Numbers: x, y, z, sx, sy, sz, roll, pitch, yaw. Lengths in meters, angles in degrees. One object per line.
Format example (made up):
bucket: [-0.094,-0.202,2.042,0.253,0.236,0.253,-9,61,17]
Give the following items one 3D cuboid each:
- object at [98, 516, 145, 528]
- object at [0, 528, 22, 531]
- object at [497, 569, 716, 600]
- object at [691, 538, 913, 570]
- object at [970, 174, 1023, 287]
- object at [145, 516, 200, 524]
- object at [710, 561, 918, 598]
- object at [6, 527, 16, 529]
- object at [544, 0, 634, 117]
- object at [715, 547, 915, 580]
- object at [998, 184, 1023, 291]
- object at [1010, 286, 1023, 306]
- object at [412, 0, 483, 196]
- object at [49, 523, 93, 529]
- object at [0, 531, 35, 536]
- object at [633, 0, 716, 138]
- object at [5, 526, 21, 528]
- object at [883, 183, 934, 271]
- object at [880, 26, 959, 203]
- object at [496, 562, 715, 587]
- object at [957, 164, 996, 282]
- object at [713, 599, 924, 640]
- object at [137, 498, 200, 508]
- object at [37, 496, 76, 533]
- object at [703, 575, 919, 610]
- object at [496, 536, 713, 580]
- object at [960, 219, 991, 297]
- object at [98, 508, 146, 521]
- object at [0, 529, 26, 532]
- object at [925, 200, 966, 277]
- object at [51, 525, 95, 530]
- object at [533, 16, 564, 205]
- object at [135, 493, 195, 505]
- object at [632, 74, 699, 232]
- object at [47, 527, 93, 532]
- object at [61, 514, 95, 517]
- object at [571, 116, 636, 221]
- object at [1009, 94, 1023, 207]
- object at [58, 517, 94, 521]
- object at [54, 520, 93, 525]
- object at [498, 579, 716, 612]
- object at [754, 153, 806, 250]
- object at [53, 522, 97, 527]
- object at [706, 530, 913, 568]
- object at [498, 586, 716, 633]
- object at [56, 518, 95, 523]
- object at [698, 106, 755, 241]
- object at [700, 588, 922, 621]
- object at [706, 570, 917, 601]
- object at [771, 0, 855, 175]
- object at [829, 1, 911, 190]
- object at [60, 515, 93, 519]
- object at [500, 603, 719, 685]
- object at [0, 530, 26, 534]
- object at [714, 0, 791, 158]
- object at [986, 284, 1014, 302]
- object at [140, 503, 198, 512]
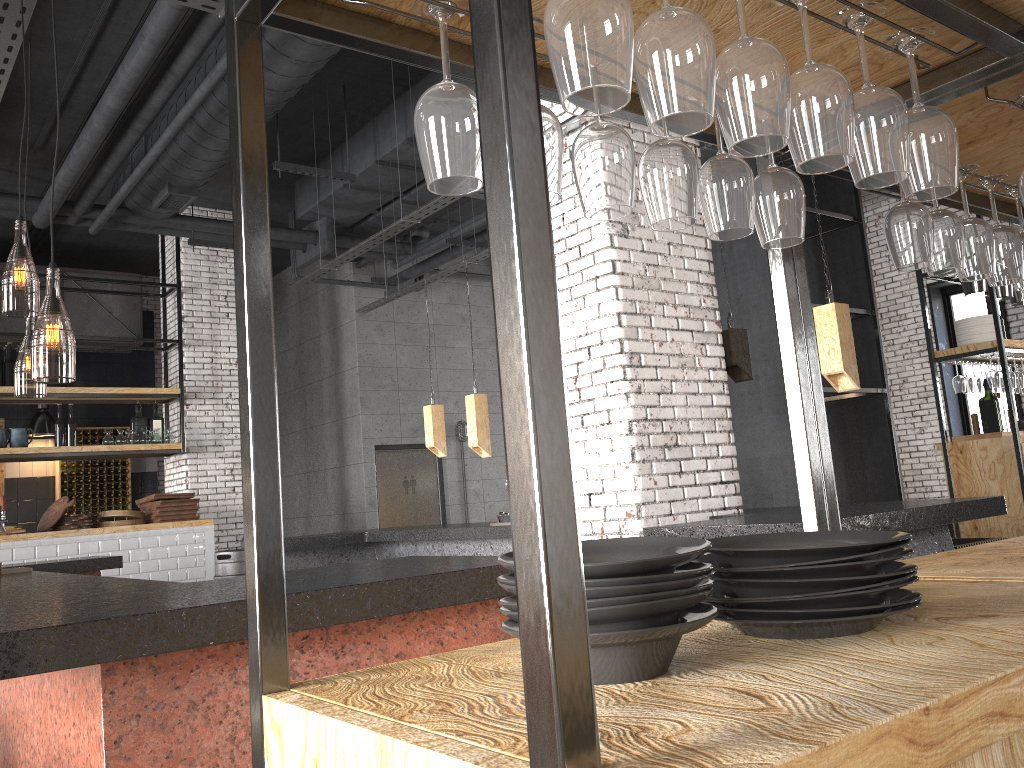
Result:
object: [-3.945,1.389,8.967,0.437,0.097,0.435,-3,-8,-13]
object: [-4.759,1.375,8.361,0.230,0.016,0.555,0,-9,-31]
object: [0.114,0.260,1.055,0.256,0.072,0.256,-8,-8,24]
object: [0.404,0.251,1.255,0.305,0.049,0.305,-3,-8,-12]
object: [1.210,-0.381,2.209,0.101,0.268,0.100,-1,-9,-23]
object: [-3.573,1.420,9.229,0.405,0.044,0.634,2,-10,-41]
object: [0.407,0.276,1.250,0.305,0.042,0.305,-6,-8,10]
object: [-4.727,1.349,8.272,0.172,0.010,0.367,-1,-8,-27]
object: [0.083,-0.445,1.005,0.101,0.268,0.100,-7,-9,16]
object: [0.405,0.262,1.253,0.306,0.037,0.305,1,-9,-36]
object: [1.328,-0.380,2.298,0.101,0.268,0.100,-1,-9,-23]
object: [4.792,-1.035,8.394,0.416,0.560,0.466,-6,-8,9]
object: [-0.088,-0.402,1.229,0.101,0.268,0.100,-7,-9,16]
object: [-4.321,1.397,8.733,0.458,0.019,0.405,-4,-7,-9]
object: [-4.695,1.411,8.348,0.406,0.019,0.457,-5,-7,4]
object: [0.193,-0.443,1.088,0.101,0.268,0.100,-7,-9,16]
object: [-4.657,1.329,8.244,0.184,0.011,0.253,-3,-8,-16]
object: [0.865,-0.387,1.948,0.101,0.268,0.100,-1,-9,-23]
object: [0.663,-0.436,1.443,0.101,0.268,0.100,-4,-8,-6]
object: [0.113,0.256,1.056,0.257,0.072,0.256,1,-9,-37]
object: [1.093,-0.383,2.121,0.101,0.268,0.100,-1,-9,-23]
object: [0.411,0.325,1.243,0.306,0.035,0.305,-5,-7,0]
object: [-3.587,1.245,9.255,0.405,0.044,0.634,2,-10,-43]
object: [-4.409,1.255,8.559,0.487,0.339,0.241,-11,-10,38]
object: [0.409,0.300,1.246,0.306,0.044,0.305,1,-9,-36]
object: [0.112,0.230,1.060,0.257,0.076,0.256,-5,-7,0]
object: [4.034,-1.054,7.767,0.467,0.560,0.415,-7,-9,18]
object: [-3.950,1.324,8.981,0.437,0.154,0.439,-6,-8,9]
object: [-4.763,1.388,8.353,0.214,0.013,0.520,2,-10,-41]
object: [0.975,-0.385,2.032,0.101,0.268,0.100,-1,-9,-23]
object: [-4.298,1.412,8.737,0.457,0.019,0.406,-8,-8,25]
object: [0.022,-0.400,1.312,0.101,0.268,0.100,-7,-9,16]
object: [-3.594,1.190,9.181,0.406,0.094,0.635,1,-10,-40]
object: [0.257,-0.396,1.490,0.101,0.268,0.100,-7,-9,16]
object: [-4.314,1.429,8.731,0.458,0.019,0.405,-4,-7,-2]
object: [-4.339,1.301,8.737,0.406,0.019,0.457,-6,-7,9]
object: [0.140,-0.398,1.401,0.101,0.268,0.100,-7,-9,16]
object: [1.036,-0.430,1.724,0.101,0.268,0.100,-1,-9,-23]
object: [-4.318,1.334,8.747,0.458,0.019,0.405,-5,-7,5]
object: [-4.341,1.363,8.706,0.407,0.019,0.457,-1,-8,-24]
object: [0.114,0.278,1.053,0.257,0.075,0.256,-3,-8,-12]
object: [0.493,-0.393,1.668,0.101,0.268,0.100,-4,-8,-6]
object: [-4.328,1.381,8.731,0.406,0.019,0.457,-8,-8,21]
object: [0.403,0.236,1.258,0.305,0.040,0.305,-10,-9,35]
object: [0.115,0.285,1.051,0.257,0.076,0.256,1,-9,-37]
object: [-4.337,1.349,8.727,0.406,0.019,0.457,-5,-7,5]
object: [0.375,-0.394,1.579,0.101,0.268,0.100,-7,-9,16]
object: [0.410,0.314,1.243,0.306,0.041,0.305,-2,-8,-20]
object: [0.407,0.291,1.247,0.305,0.046,0.305,-6,-8,10]
object: [0.428,-0.440,1.266,0.101,0.268,0.100,-7,-9,16]
object: [0.546,-0.438,1.354,0.101,0.268,0.100,-7,-9,16]
object: [-4.324,1.318,8.747,0.458,0.019,0.405,-4,-7,-4]
object: [0.117,0.308,1.047,0.257,0.068,0.256,3,-11,-45]
object: [-4.760,1.401,8.359,0.276,0.019,0.512,0,-9,-32]
object: [0.311,-0.441,1.177,0.101,0.268,0.100,-7,-9,16]
object: [4.414,-1.042,8.099,0.467,0.560,0.415,3,-11,-42]
object: [-3.583,1.288,9.249,0.405,0.044,0.634,1,-9,-37]
